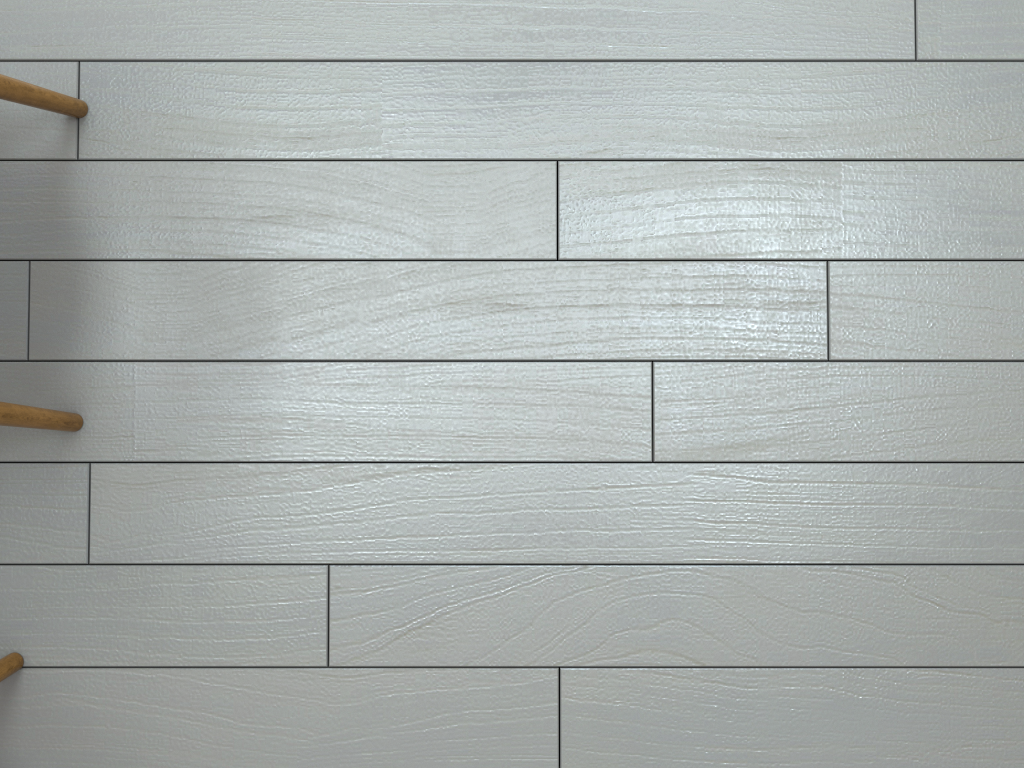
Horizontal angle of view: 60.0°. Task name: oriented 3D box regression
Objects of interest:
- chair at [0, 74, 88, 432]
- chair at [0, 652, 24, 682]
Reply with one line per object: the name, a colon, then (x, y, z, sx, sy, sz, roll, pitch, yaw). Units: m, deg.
chair: (-0.759, -0.152, 0.787, 0.621, 0.734, 0.527, 0, 89, 0)
chair: (-0.820, 0.573, 0.766, 0.621, 0.734, 0.527, -3, 89, 0)
